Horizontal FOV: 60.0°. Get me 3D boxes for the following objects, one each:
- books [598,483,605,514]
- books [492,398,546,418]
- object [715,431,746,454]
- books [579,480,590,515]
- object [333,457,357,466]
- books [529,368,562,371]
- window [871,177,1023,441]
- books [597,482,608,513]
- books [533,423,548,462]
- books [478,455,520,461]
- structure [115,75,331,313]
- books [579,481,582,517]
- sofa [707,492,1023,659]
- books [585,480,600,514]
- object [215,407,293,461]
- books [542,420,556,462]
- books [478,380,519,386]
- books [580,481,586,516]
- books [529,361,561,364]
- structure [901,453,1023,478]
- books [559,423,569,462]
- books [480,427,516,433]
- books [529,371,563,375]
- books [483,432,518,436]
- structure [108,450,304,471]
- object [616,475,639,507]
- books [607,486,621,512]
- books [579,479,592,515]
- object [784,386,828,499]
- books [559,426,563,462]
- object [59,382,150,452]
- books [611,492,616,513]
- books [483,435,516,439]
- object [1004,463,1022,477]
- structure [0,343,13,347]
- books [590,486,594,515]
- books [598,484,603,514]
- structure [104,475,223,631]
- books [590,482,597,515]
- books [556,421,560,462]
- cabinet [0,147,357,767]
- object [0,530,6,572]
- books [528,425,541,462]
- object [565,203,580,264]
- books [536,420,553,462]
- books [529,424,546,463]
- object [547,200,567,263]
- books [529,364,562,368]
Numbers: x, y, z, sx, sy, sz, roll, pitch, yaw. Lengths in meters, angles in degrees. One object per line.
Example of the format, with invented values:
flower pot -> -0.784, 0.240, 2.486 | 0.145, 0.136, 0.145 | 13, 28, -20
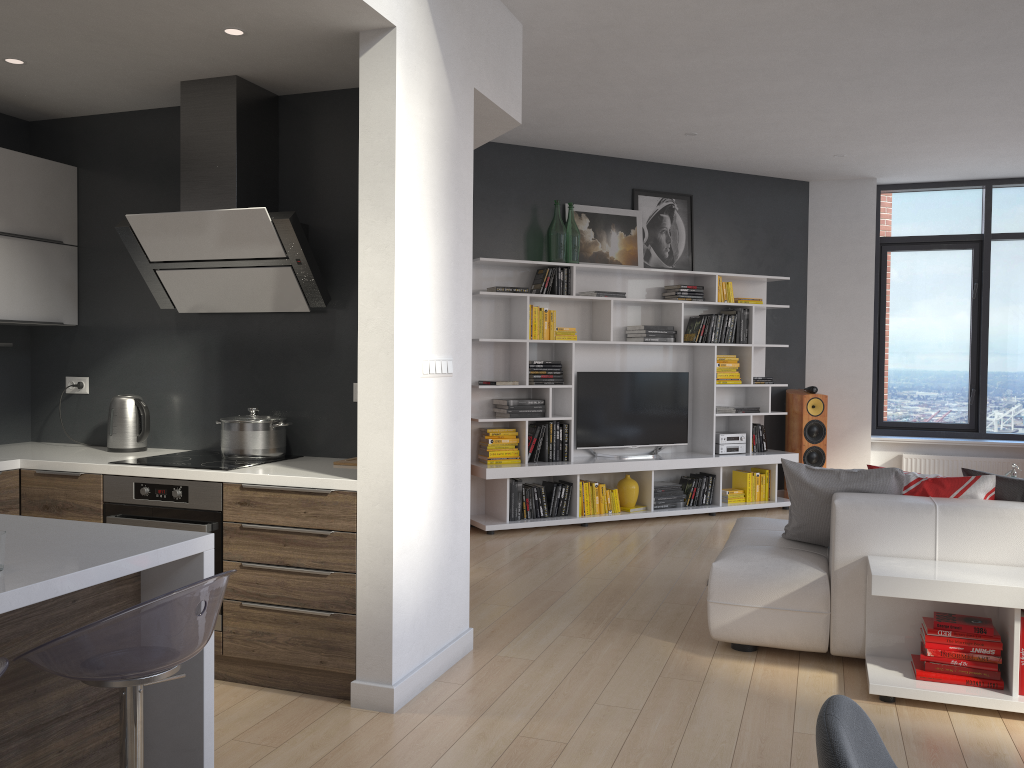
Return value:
books -> 0.682, 0.912, 7.117 | 0.043, 0.235, 0.171 | 0, 2, -27
books -> 0.052, 0.188, 6.942 | 0.343, 0.137, 0.277 | 0, 2, -26
object -> 1.854, 0.515, 7.768 | 0.285, 0.174, 0.270 | 0, 2, -26
books -> 0.544, 0.901, 7.055 | 0.066, 0.258, 0.198 | 0, 2, -26
object -> -0.567, 0.185, 3.803 | 0.330, 0.316, 0.221 | 1, 2, 19
books -> 0.231, -0.116, 6.993 | 0.264, 0.020, 0.189 | 0, 2, -22
window -> 4.406, -0.688, 8.274 | 1.960, 2.402, 0.170 | 1, 2, 19
books -> 0.706, 0.912, 7.139 | 0.056, 0.235, 0.172 | 0, 2, -26
books -> 0.228, 0.460, 7.010 | 0.028, 0.301, 0.213 | 0, 2, -26
books -> -0.101, 0.567, 6.869 | 0.269, 0.025, 0.213 | 0, 2, -23
structure -> -1.278, -0.824, 3.929 | 0.898, 0.998, 0.407 | 1, 2, 19
books -> 0.488, 0.896, 6.999 | 0.029, 0.270, 0.204 | 0, 2, -26
sofa -> 2.903, 0.839, 4.605 | 3.424, 0.732, 2.614 | 1, 2, 19
books -> 0.632, 0.904, 7.093 | 0.055, 0.252, 0.185 | 0, 2, -27
object -> -1.151, 0.215, 3.954 | 0.288, 0.223, 0.315 | 0, 2, -29
books -> 0.282, 0.445, 7.045 | 0.026, 0.326, 0.237 | 0, 2, -26
books -> -0.102, -0.008, 6.826 | 0.209, 0.030, 0.266 | 0, 2, -32
books -> 0.514, 0.895, 7.034 | 0.048, 0.271, 0.213 | 0, 2, -26
books -> 0.240, -0.170, 6.988 | 0.246, 0.026, 0.180 | 0, 2, -18
structure -> 4.310, 0.890, 7.998 | 1.474, 0.460, 0.110 | 1, 2, 19
books -> 0.377, 0.459, 7.086 | 0.051, 0.297, 0.230 | 0, 2, -26
books -> -0.112, 0.357, 6.898 | 0.234, 0.024, 0.171 | 0, 2, -22
books -> 0.233, -0.091, 6.991 | 0.284, 0.030, 0.214 | 0, 2, -17
books -> -0.093, 0.382, 6.881 | 0.234, 0.024, 0.171 | 0, 2, -22
structure -> -1.323, 0.330, 3.883 | 0.600, 0.006, 0.550 | 1, 2, 19
object -> 0.943, 0.870, 7.242 | 0.185, 0.257, 0.185 | 2, 2, 42
books -> 0.824, 0.932, 7.176 | 0.046, 0.193, 0.149 | 0, 2, -25
books -> 0.572, 0.898, 7.067 | 0.038, 0.267, 0.202 | 0, 2, -25
object -> 2.654, 0.556, 8.107 | 0.290, 1.088, 0.434 | 0, 2, -11
books -> 0.342, 0.471, 7.067 | 0.028, 0.272, 0.200 | 0, 2, -26
object -> -1.963, 0.156, 4.284 | 0.590, 0.318, 0.179 | 1, 2, 26
books -> 0.790, 0.947, 7.133 | 0.049, 0.169, 0.113 | 0, 2, -27
books -> -0.102, 0.406, 6.882 | 0.238, 0.023, 0.167 | 0, 2, -10
object -> 2.925, 0.605, 5.343 | 0.330, 0.265, 0.330 | 2, 2, 43
structure -> -3.013, -0.159, 3.027 | 0.050, 0.045, 3.000 | 1, 2, 19
books -> 0.596, 0.918, 7.060 | 0.042, 0.230, 0.156 | 0, 2, -27
books -> 0.669, 0.911, 7.089 | 0.043, 0.240, 0.169 | 0, 2, -27
structure -> -1.342, 0.673, 3.849 | 0.587, 0.588, 0.584 | 1, 2, 19
books -> 0.613, 0.904, 7.073 | 0.041, 0.252, 0.180 | 0, 2, -26
books -> 0.309, 0.451, 7.058 | 0.034, 0.315, 0.239 | 0, 2, -26
cabinet -> -2.141, -0.020, 1.984 | 2.402, 2.501, 4.694 | 1, 2, 19
object -> -1.215, 0.262, 1.793 | 0.323, 0.267, 0.148 | 0, 2, -16
books -> 0.115, 0.466, 6.974 | 0.142, 0.284, 0.232 | 0, 2, -26
object -> 0.470, -1.199, 7.107 | 0.157, 0.507, 0.157 | 0, 2, -12
books -> 0.254, 0.451, 7.028 | 0.034, 0.314, 0.237 | 0, 2, -26
books -> 0.169, 0.464, 6.980 | 0.100, 0.289, 0.210 | 0, 2, -27
object -> 0.354, -1.197, 6.989 | 0.157, 0.507, 0.157 | 0, 2, -12
books -> 0.227, -0.142, 7.012 | 0.284, 0.030, 0.214 | 0, 2, -17
